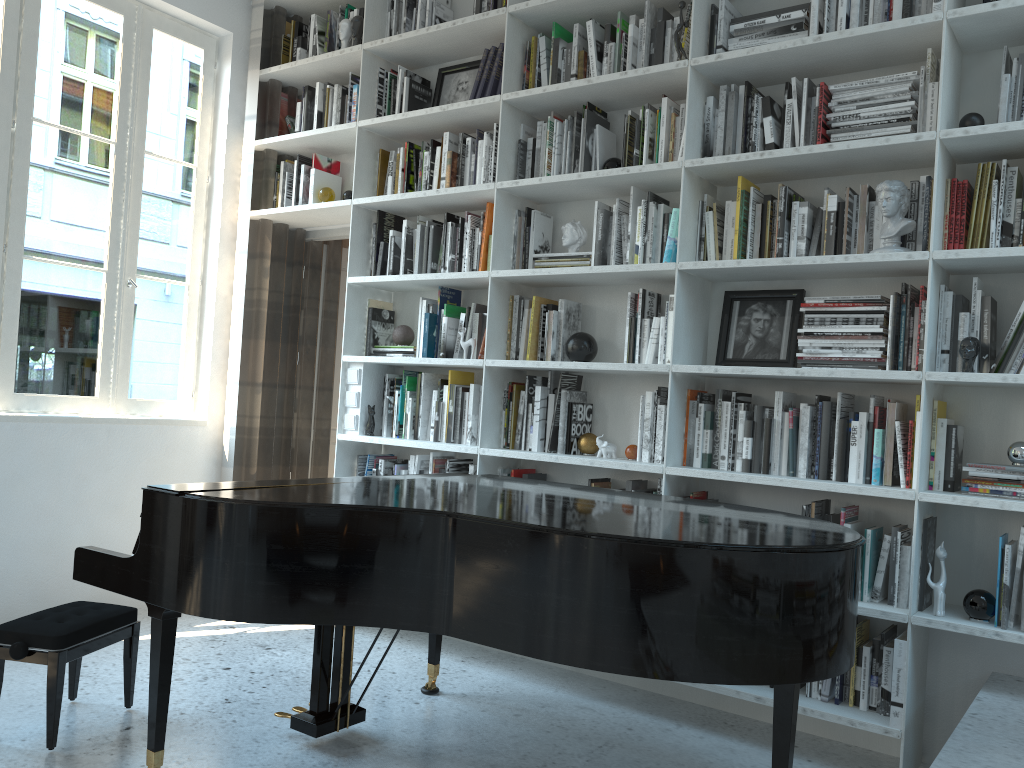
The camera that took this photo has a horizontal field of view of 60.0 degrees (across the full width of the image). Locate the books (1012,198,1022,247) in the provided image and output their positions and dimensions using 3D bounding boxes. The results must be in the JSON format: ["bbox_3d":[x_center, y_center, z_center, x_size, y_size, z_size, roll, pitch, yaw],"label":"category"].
[{"bbox_3d":[1.583,-0.474,2.763,0.030,0.181,0.131,3,-1,35],"label":"books"}]

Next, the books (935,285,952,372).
[{"bbox_3d":[1.398,-0.167,2.866,0.012,0.285,0.159,3,-1,35],"label":"books"}]

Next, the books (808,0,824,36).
[{"bbox_3d":[1.081,-1.270,3.138,0.012,0.254,0.161,3,-1,35],"label":"books"}]

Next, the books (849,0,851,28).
[{"bbox_3d":[1.192,-1.260,3.070,0.012,0.244,0.131,3,-1,35],"label":"books"}]

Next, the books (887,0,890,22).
[{"bbox_3d":[1.290,-1.249,2.991,0.010,0.230,0.152,3,-1,35],"label":"books"}]

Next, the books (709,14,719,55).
[{"bbox_3d":[0.787,-1.258,3.336,0.027,0.201,0.167,3,-1,35],"label":"books"}]

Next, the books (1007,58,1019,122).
[{"bbox_3d":[1.577,-0.874,2.778,0.024,0.242,0.159,3,-1,35],"label":"books"}]

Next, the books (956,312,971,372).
[{"bbox_3d":[1.439,-0.120,2.804,0.027,0.192,0.182,3,-1,35],"label":"books"}]

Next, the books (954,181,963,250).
[{"bbox_3d":[1.446,-0.513,2.851,0.014,0.244,0.145,3,-1,35],"label":"books"}]

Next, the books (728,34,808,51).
[{"bbox_3d":[0.953,-1.216,3.232,0.285,0.012,0.159,3,-2,32],"label":"books"}]

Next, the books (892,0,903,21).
[{"bbox_3d":[1.308,-1.227,2.964,0.029,0.188,0.176,3,-1,35],"label":"books"}]

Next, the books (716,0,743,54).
[{"bbox_3d":[0.814,-1.281,3.309,0.021,0.249,0.191,3,-1,35],"label":"books"}]

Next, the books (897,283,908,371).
[{"bbox_3d":[1.307,-0.178,2.947,0.011,0.299,0.130,3,-1,35],"label":"books"}]

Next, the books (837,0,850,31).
[{"bbox_3d":[1.168,-1.248,3.071,0.027,0.216,0.190,3,-1,35],"label":"books"}]

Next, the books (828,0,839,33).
[{"bbox_3d":[1.142,-1.259,3.093,0.021,0.237,0.171,3,-1,35],"label":"books"}]

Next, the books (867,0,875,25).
[{"bbox_3d":[1.248,-1.270,3.018,0.023,0.269,0.185,3,-1,35],"label":"books"}]

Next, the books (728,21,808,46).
[{"bbox_3d":[0.953,-1.246,3.228,0.285,0.024,0.159,2,-2,40],"label":"books"}]

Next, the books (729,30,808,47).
[{"bbox_3d":[0.955,-1.228,3.234,0.285,0.012,0.159,3,-2,33],"label":"books"}]

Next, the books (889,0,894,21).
[{"bbox_3d":[1.295,-1.249,2.979,0.012,0.230,0.158,3,-1,35],"label":"books"}]

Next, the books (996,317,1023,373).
[{"bbox_3d":[1.557,-0.126,2.742,0.088,0.220,0.138,3,-1,35],"label":"books"}]

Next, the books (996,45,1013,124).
[{"bbox_3d":[1.553,-0.896,2.797,0.018,0.285,0.159,3,-1,35],"label":"books"}]

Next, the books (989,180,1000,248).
[{"bbox_3d":[1.521,-0.503,2.780,0.015,0.232,0.180,3,-1,35],"label":"books"}]

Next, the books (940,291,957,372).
[{"bbox_3d":[1.412,-0.156,2.855,0.024,0.263,0.154,3,-1,35],"label":"books"}]

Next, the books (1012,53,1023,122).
[{"bbox_3d":[1.588,-0.877,2.763,0.028,0.250,0.164,3,-1,35],"label":"books"}]

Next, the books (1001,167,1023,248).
[{"bbox_3d":[1.564,-0.523,2.776,0.035,0.278,0.139,3,-1,35],"label":"books"}]

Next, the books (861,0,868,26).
[{"bbox_3d":[1.239,-1.272,3.050,0.029,0.273,0.140,3,-1,35],"label":"books"}]

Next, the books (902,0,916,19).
[{"bbox_3d":[1.334,-1.256,2.946,0.032,0.248,0.173,3,-1,35],"label":"books"}]

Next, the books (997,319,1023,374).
[{"bbox_3d":[1.555,-0.121,2.725,0.089,0.210,0.176,3,-1,35],"label":"books"}]

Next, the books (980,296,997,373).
[{"bbox_3d":[1.501,-0.144,2.792,0.035,0.248,0.141,3,-1,35],"label":"books"}]

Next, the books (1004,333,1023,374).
[{"bbox_3d":[1.580,-0.127,2.733,0.095,0.226,0.144,3,-1,35],"label":"books"}]

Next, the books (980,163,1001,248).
[{"bbox_3d":[1.513,-0.534,2.800,0.035,0.293,0.145,3,-1,35],"label":"books"}]

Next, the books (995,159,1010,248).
[{"bbox_3d":[1.535,-0.534,2.768,0.019,0.294,0.164,3,-1,35],"label":"books"}]

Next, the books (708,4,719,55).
[{"bbox_3d":[0.784,-1.284,3.364,0.012,0.254,0.161,3,-1,35],"label":"books"}]

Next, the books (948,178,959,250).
[{"bbox_3d":[1.433,-0.519,2.862,0.015,0.255,0.150,3,-1,35],"label":"books"}]

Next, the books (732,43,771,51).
[{"bbox_3d":[0.952,-1.204,3.232,0.254,0.012,0.161,3,-2,32],"label":"books"}]

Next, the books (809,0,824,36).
[{"bbox_3d":[1.091,-1.237,3.123,0.025,0.187,0.193,3,-1,35],"label":"books"}]

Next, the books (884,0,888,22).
[{"bbox_3d":[1.288,-1.253,3.007,0.011,0.239,0.139,3,-1,35],"label":"books"}]

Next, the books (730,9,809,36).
[{"bbox_3d":[0.961,-1.294,3.234,0.285,0.024,0.159,3,-2,37],"label":"books"}]

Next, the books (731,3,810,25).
[{"bbox_3d":[0.965,-1.318,3.239,0.285,0.024,0.159,3,-2,35],"label":"books"}]

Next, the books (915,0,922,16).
[{"bbox_3d":[1.368,-1.261,2.942,0.029,0.261,0.133,3,-1,35],"label":"books"}]

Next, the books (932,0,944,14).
[{"bbox_3d":[1.396,-1.249,2.836,0.037,0.237,0.272,3,-1,35],"label":"books"}]

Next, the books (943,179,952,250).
[{"bbox_3d":[1.419,-0.519,2.870,0.014,0.254,0.161,3,-1,35],"label":"books"}]

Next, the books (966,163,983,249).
[{"bbox_3d":[1.475,-0.536,2.813,0.035,0.293,0.145,3,-1,35],"label":"books"}]

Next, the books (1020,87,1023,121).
[{"bbox_3d":[1.602,-0.889,2.756,0.019,0.275,0.146,3,-1,35],"label":"books"}]

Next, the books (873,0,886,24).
[{"bbox_3d":[1.260,-1.247,2.997,0.023,0.223,0.190,3,-1,35],"label":"books"}]

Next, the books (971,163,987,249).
[{"bbox_3d":[1.492,-0.535,2.814,0.035,0.293,0.145,3,-1,35],"label":"books"}]

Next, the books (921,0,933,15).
[{"bbox_3d":[1.382,-1.231,2.913,0.029,0.202,0.191,3,-1,35],"label":"books"}]

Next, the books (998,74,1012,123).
[{"bbox_3d":[1.547,-0.847,2.772,0.028,0.185,0.181,3,-1,35],"label":"books"}]

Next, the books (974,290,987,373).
[{"bbox_3d":[1.482,-0.154,2.806,0.012,0.266,0.157,3,-1,35],"label":"books"}]

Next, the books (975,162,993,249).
[{"bbox_3d":[1.494,-0.535,2.795,0.035,0.293,0.145,3,-1,35],"label":"books"}]

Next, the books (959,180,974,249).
[{"bbox_3d":[1.465,-0.513,2.852,0.013,0.247,0.176,3,-1,35],"label":"books"}]

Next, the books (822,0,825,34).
[{"bbox_3d":[1.129,-1.252,3.133,0.024,0.223,0.128,3,-1,35],"label":"books"}]

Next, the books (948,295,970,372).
[{"bbox_3d":[1.430,-0.150,2.837,0.028,0.253,0.142,3,-1,35],"label":"books"}]

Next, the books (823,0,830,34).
[{"bbox_3d":[1.121,-1.284,3.089,0.011,0.284,0.190,3,-1,35],"label":"books"}]

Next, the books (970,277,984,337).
[{"bbox_3d":[1.468,-0.175,2.805,0.013,0.307,0.141,3,-1,35],"label":"books"}]

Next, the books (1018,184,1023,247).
[{"bbox_3d":[1.580,-0.531,2.720,0.019,0.293,0.182,3,-1,35],"label":"books"}]

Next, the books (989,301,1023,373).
[{"bbox_3d":[1.539,-0.131,2.732,0.095,0.228,0.190,3,-1,35],"label":"books"}]

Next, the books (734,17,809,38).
[{"bbox_3d":[0.957,-1.270,3.230,0.254,0.025,0.161,3,-2,31],"label":"books"}]

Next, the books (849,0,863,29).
[{"bbox_3d":[1.202,-1.247,3.050,0.028,0.219,0.183,3,-1,35],"label":"books"}]
